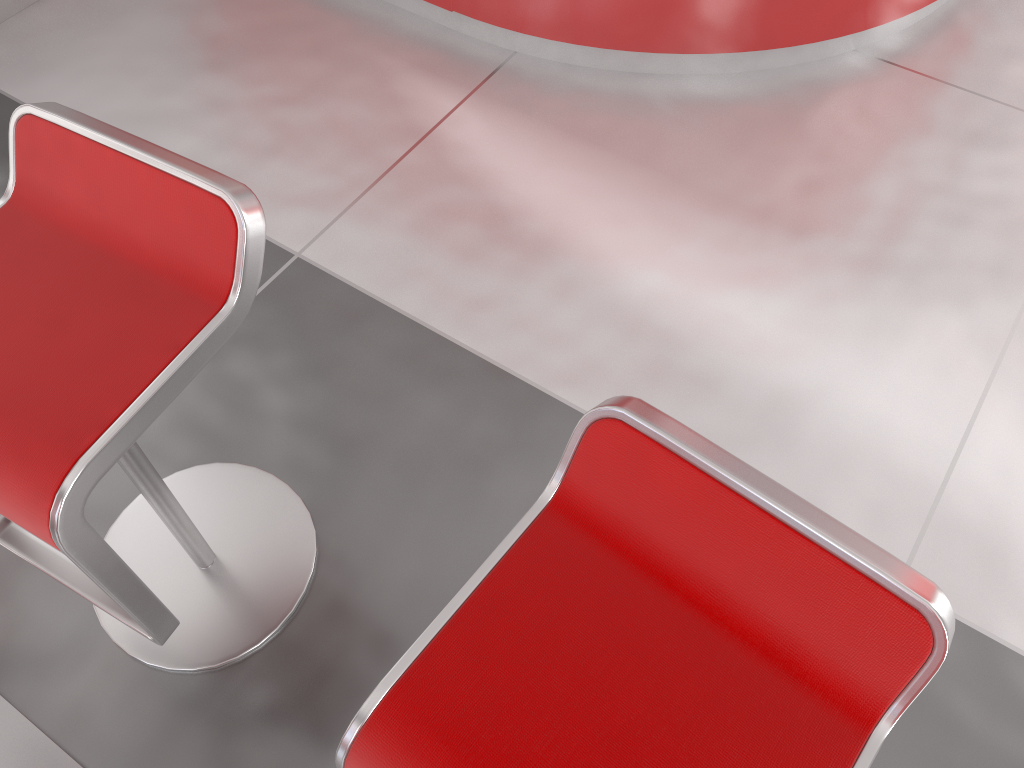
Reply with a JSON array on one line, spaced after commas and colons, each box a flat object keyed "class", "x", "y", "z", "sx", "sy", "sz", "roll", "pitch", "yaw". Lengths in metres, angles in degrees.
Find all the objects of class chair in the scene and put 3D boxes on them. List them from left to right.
[{"class": "chair", "x": -0.577, "y": 0.085, "z": 1.356, "sx": 0.418, "sy": 0.857, "sz": 0.460, "roll": 25, "pitch": 60, "yaw": 16}, {"class": "chair", "x": 0.115, "y": 0.474, "z": 1.091, "sx": 0.418, "sy": 0.857, "sz": 0.460, "roll": 33, "pitch": 62, "yaw": 21}]

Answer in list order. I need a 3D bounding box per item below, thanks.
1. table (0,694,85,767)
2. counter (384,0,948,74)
[{"class": "table", "x": -0.590, "y": 0.839, "z": 0.761, "sx": 1.700, "sy": 1.000, "sz": 0.800, "roll": 29, "pitch": 61, "yaw": 18}, {"class": "counter", "x": 0.382, "y": -1.810, "z": 2.616, "sx": 2.865, "sy": 0.880, "sz": 1.868, "roll": -19, "pitch": 58, "yaw": -12}]
